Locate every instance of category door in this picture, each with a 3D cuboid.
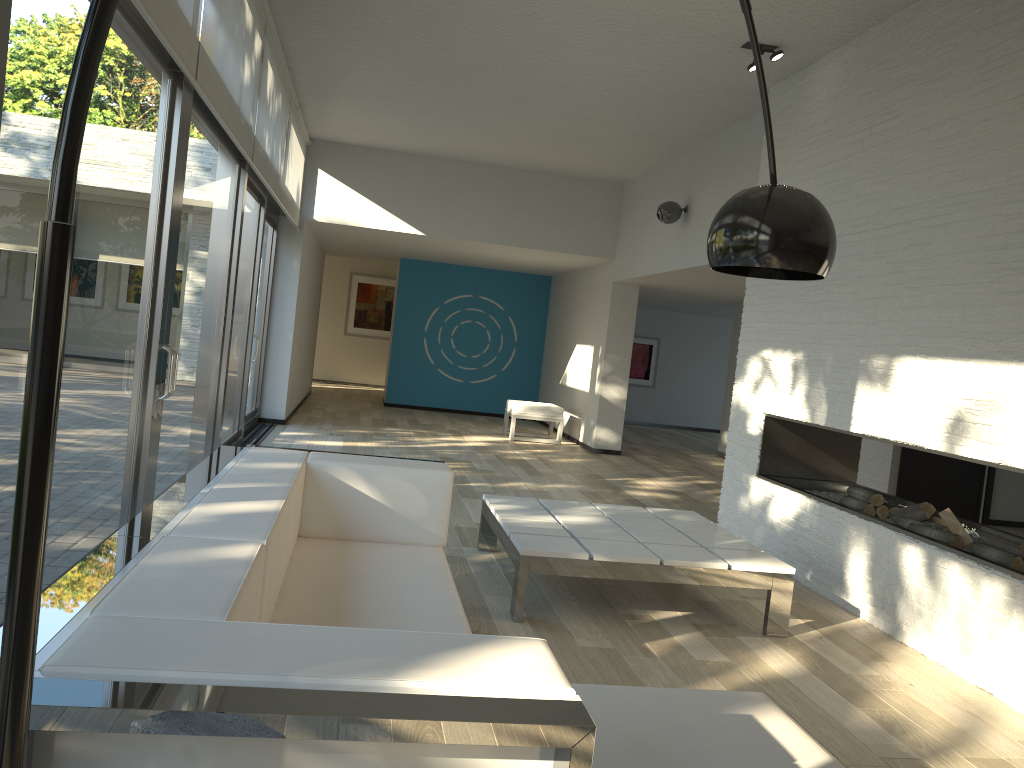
[{"bbox_3d":[3.872,0.233,7.781,0.920,1.946,0.108,6,2,-10],"label":"door"},{"bbox_3d":[-0.949,-0.243,5.720,19.435,2.372,22.964,6,3,-10],"label":"door"}]

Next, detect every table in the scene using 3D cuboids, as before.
[{"bbox_3d":[0.522,0.855,4.366,1.220,0.305,1.221,6,3,-10],"label":"table"}]

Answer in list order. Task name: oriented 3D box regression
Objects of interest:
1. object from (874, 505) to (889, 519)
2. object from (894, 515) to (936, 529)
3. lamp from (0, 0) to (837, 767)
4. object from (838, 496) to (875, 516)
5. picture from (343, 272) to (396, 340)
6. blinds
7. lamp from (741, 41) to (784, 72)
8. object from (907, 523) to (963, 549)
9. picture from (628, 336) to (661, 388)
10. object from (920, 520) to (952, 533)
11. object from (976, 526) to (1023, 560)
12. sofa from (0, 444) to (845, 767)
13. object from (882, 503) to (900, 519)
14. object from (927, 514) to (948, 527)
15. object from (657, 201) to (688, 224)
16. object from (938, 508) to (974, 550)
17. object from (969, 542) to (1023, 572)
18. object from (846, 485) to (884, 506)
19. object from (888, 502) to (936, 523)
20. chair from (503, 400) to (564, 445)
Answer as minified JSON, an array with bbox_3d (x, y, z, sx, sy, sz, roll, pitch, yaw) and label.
[{"bbox_3d":[1.984,0.686,4.913,0.076,0.076,0.236,6,3,-11],"label":"object"},{"bbox_3d":[1.997,0.712,4.384,0.075,0.074,0.246,6,3,-11],"label":"object"},{"bbox_3d":[0.139,0.083,1.408,0.283,2.023,1.753,8,3,33],"label":"lamp"},{"bbox_3d":[1.910,0.677,4.913,0.075,0.074,0.246,6,3,-11],"label":"object"},{"bbox_3d":[-2.432,-1.436,16.772,1.378,1.190,0.017,6,2,-10],"label":"picture"},{"bbox_3d":[-1.281,-1.735,3.712,0.056,0.983,11.537,6,3,-10],"label":"blinds"},{"bbox_3d":[1.482,-1.923,5.244,0.234,0.153,0.135,6,2,-10],"label":"lamp"},{"bbox_3d":[1.991,0.721,4.189,0.075,0.074,0.246,5,3,-31],"label":"object"},{"bbox_3d":[1.973,-0.392,14.752,0.958,0.828,0.017,6,2,-10],"label":"picture"},{"bbox_3d":[2.071,0.720,4.383,0.076,0.076,0.236,6,3,-11],"label":"object"},{"bbox_3d":[2.131,0.687,3.828,0.093,0.088,0.260,6,3,-11],"label":"object"},{"bbox_3d":[-0.196,0.696,2.393,1.545,0.654,2.406,6,3,-10],"label":"sofa"},{"bbox_3d":[2.060,0.693,4.936,0.082,0.073,0.237,6,3,-11],"label":"object"},{"bbox_3d":[2.111,0.681,4.423,0.064,0.060,0.229,6,3,-9],"label":"object"},{"bbox_3d":[1.432,-1.506,7.821,0.315,0.203,0.201,6,2,-10],"label":"object"},{"bbox_3d":[2.116,0.687,4.219,0.064,0.165,0.226,6,2,-11],"label":"object"},{"bbox_3d":[2.089,0.749,3.822,0.075,0.074,0.246,6,3,-11],"label":"object"},{"bbox_3d":[1.956,0.618,4.915,0.082,0.073,0.237,6,3,-11],"label":"object"},{"bbox_3d":[2.021,0.662,4.487,0.093,0.170,0.272,6,3,-11],"label":"object"},{"bbox_3d":[0.256,0.455,10.760,0.611,0.442,0.610,6,2,-10],"label":"chair"}]
